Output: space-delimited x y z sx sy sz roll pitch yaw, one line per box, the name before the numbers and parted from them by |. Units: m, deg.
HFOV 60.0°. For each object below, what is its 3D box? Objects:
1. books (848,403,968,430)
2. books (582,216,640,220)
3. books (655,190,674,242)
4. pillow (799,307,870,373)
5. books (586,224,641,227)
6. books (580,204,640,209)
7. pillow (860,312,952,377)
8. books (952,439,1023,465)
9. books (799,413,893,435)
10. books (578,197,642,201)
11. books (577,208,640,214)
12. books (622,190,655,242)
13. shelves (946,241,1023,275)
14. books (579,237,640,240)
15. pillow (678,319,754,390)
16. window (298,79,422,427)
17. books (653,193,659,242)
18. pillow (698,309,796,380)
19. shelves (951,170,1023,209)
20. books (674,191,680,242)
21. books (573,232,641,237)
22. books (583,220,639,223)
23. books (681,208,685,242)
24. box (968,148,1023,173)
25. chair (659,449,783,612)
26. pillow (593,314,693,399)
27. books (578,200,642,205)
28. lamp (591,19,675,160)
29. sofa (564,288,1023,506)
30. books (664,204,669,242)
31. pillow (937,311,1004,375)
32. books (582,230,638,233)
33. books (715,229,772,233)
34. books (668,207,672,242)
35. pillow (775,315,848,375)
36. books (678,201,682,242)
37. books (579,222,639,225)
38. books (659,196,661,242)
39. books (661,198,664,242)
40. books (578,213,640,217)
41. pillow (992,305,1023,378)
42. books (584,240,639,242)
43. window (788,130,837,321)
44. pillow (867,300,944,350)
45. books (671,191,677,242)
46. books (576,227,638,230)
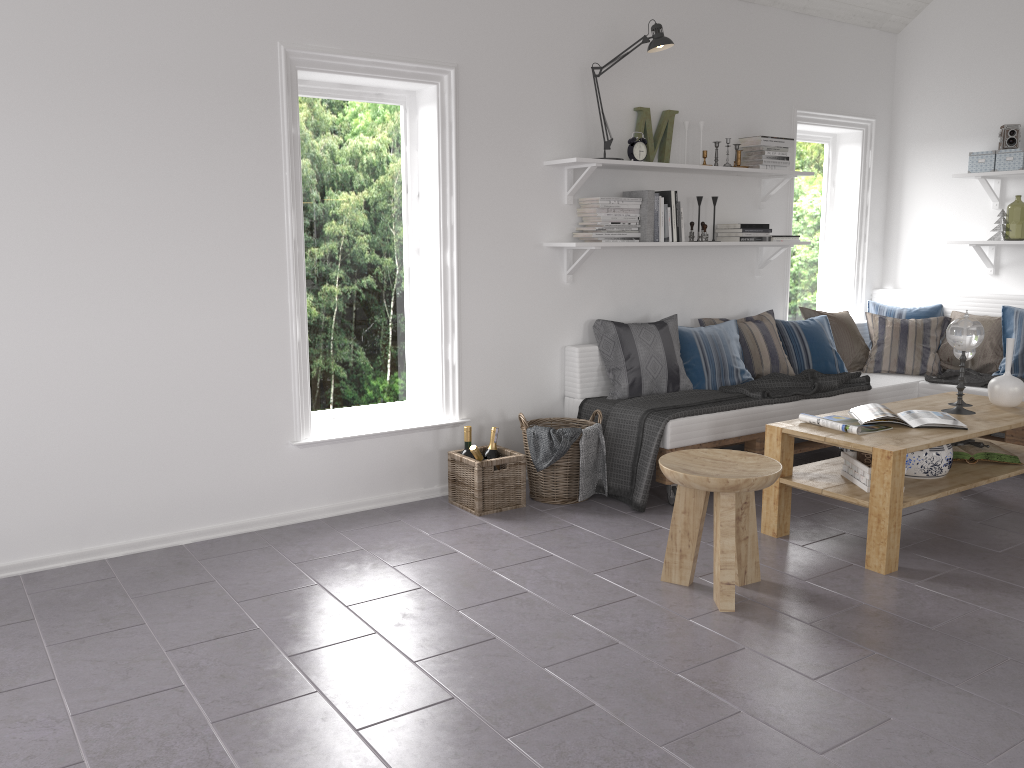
books | 1.708 0.138 3.851 0.422 0.049 0.300 2 9 11
books | 0.526 -0.881 4.719 0.263 0.017 0.167 -6 11 -34
books | 0.807 -0.917 4.864 0.038 0.274 0.200 -6 11 -34
pillow | 2.105 -0.283 5.719 0.545 0.438 0.334 -5 11 -29
books | 0.535 -0.840 4.719 0.256 0.013 0.161 -6 11 -34
books | 0.517 -0.940 4.700 0.273 0.021 0.174 -6 11 -34
pillow | 2.490 -0.241 5.615 0.516 0.392 0.358 4 10 25
books | 2.079 0.296 4.118 0.445 0.079 0.301 1 9 6
books | 1.412 0.160 3.760 0.229 0.043 0.300 -5 11 -30
books | 0.517 -0.972 4.681 0.288 0.016 0.182 -6 11 -34
books | 0.508 -0.919 4.716 0.296 0.028 0.180 -6 11 -34
books | 0.678 -0.901 4.778 0.050 0.271 0.200 -6 11 -34
shelves | 3.369 -0.692 4.953 0.269 0.212 1.820 -6 11 -34
books | 0.518 -0.773 4.717 0.285 0.012 0.159 -6 11 -34
pillow | 1.106 -0.145 5.006 0.525 0.401 0.331 -3 10 -15
window | -0.744 -0.609 4.287 0.685 1.655 0.117 -6 11 -34
books | 0.720 -0.899 4.804 0.046 0.257 0.193 -6 11 -34
pillow | 1.404 -0.205 5.238 0.546 0.438 0.316 -4 10 -22
shelves | 3.368 -1.097 4.887 0.269 0.212 1.820 -6 11 -34
books | 0.838 -0.921 4.891 0.048 0.274 0.210 -6 11 -34
books | 0.503 -0.792 4.715 0.331 0.025 0.176 -6 11 -34
books | 0.525 -0.864 4.711 0.254 0.012 0.161 -6 11 -34
books | 0.890 -0.881 4.916 0.045 0.185 0.152 -6 11 -34
box | 3.023 -1.359 5.434 0.242 0.131 0.332 -6 11 -34
chair | 0.745 0.518 3.217 0.431 0.479 0.431 -7 12 -36
pillow | 0.707 -0.140 4.788 0.534 0.444 0.301 -3 10 -18
books | 0.516 -0.959 4.696 0.288 0.016 0.182 -6 11 -34
lamp | 0.602 -1.495 4.548 0.439 0.703 0.196 0 9 1
sofa | 2.021 0.040 4.769 2.855 0.932 2.017 -6 11 -34
books | 0.794 -0.874 4.826 0.044 0.203 0.141 -6 11 -34
pillow | 2.842 -0.231 5.410 0.366 0.381 0.521 -7 12 -37
books | 0.525 -0.813 4.727 0.254 0.013 0.161 -6 11 -34
books | 1.373 -0.908 5.261 0.258 0.023 0.212 -6 11 -34
books | 0.816 -0.868 4.838 0.042 0.185 0.125 -6 11 -34
pillow | 1.803 -0.206 5.438 0.523 0.408 0.341 -3 10 -18
books | 0.867 -0.895 4.899 0.047 0.219 0.171 -6 11 -34
books | 0.512 -0.852 4.712 0.285 0.012 0.159 -6 11 -34
books | 0.737 -0.895 4.823 0.019 0.243 0.205 -6 11 -34
books | 0.750 -0.892 4.834 0.031 0.236 0.200 -6 11 -34
books | 0.511 -0.898 4.723 0.288 0.016 0.182 -6 11 -34
pillow | 3.062 -0.228 5.063 0.526 0.428 0.311 6 11 34
books | 0.528 -0.762 4.731 0.254 0.012 0.161 -6 11 -34
window | 1.972 -0.920 6.143 0.685 1.655 0.052 -6 11 -34
pillow | 2.602 -0.324 5.879 0.534 0.437 0.287 5 11 28
books | 0.820 -0.918 4.877 0.054 0.272 0.200 -6 11 -34
books | 0.502 -0.827 4.728 0.288 0.016 0.182 -6 11 -34
